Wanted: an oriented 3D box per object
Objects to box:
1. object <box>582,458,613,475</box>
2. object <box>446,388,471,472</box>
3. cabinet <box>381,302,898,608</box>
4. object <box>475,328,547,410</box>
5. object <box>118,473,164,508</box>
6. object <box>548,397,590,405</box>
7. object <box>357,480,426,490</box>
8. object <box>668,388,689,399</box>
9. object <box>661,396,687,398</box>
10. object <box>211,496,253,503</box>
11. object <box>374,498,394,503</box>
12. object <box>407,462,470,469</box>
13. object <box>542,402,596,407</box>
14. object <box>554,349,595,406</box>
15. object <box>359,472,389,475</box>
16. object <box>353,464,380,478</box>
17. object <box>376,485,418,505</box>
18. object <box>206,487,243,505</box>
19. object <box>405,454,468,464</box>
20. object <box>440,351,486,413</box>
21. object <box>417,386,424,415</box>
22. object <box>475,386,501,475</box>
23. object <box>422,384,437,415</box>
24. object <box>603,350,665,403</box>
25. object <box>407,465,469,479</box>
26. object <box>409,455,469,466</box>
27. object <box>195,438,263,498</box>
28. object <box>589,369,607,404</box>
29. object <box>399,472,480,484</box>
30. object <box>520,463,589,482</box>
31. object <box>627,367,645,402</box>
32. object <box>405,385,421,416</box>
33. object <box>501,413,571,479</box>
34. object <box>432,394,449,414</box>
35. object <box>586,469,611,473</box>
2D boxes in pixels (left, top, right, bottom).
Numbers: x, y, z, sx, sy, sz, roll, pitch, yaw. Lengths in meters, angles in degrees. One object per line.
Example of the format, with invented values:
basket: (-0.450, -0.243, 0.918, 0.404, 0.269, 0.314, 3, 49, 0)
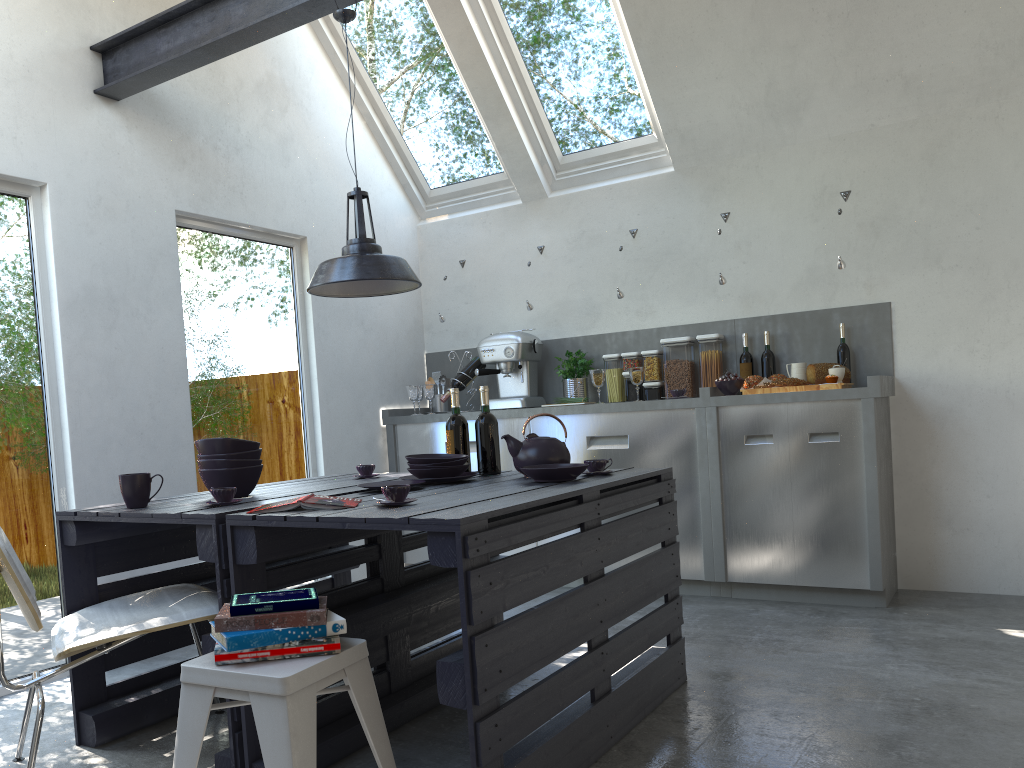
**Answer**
object: (0.295, 0.292, 3.082, 0.122, 0.056, 0.110, -4, -1, 24)
object: (-0.216, 0.190, 3.463, 0.087, 0.345, 0.094, -4, 2, -20)
cabinet: (0.578, 0.424, 5.073, 3.022, 1.481, 0.534, -4, 1, 33)
object: (-0.016, -0.090, 5.424, 0.379, 0.501, 0.403, -3, 1, 31)
object: (-1.218, 0.348, 2.859, 0.136, 0.110, 0.096, -3, 0, 24)
object: (0.307, 0.097, 5.061, 0.133, 0.053, 0.294, -2, -2, -43)
object: (-0.409, 0.346, 2.969, 0.249, 0.019, 0.220, -5, -2, 36)
object: (0.885, 0.055, 4.657, 0.109, 0.056, 0.123, -2, -1, -43)
object: (0.858, 0.072, 4.631, 0.134, 0.013, 0.027, -4, -1, 9)
object: (-0.896, 0.370, 2.797, 0.127, 0.013, 0.029, -3, -1, -19)
object: (-0.362, 0.327, 2.438, 0.026, 0.013, 0.139, -3, -2, -34)
object: (-0.267, 0.308, 3.180, 0.243, 0.063, 0.215, -5, -2, 36)
object: (0.328, 0.118, 5.051, 0.277, 0.012, 0.171, -4, -2, 30)
object: (0.376, -0.039, 5.291, 0.241, 0.342, 0.257, -4, 1, -16)
object: (-0.583, 0.382, 3.707, 0.135, 0.013, 0.027, -4, -1, 11)
object: (-0.614, 0.366, 3.680, 0.121, 0.056, 0.111, -4, -1, 19)
object: (-0.321, 0.307, 2.429, 0.123, 0.056, 0.109, -4, -1, 39)
object: (-0.908, 0.353, 2.758, 0.121, 0.056, 0.111, -4, -1, 19)
object: (-0.275, 0.284, 3.184, 0.242, 0.058, 0.216, -4, -2, 31)
object: (-0.344, -0.014, 5.633, 0.314, 0.395, 0.245, -4, 1, -29)
object: (-0.611, 0.109, 5.738, 0.099, 0.192, 0.097, -3, 2, 2)
object: (-0.098, 0.180, 3.396, 0.087, 0.345, 0.095, -4, 2, -25)
object: (-0.524, 0.100, 5.609, 0.092, 0.192, 0.104, -4, 2, -36)
object: (0.719, -0.037, 5.156, 0.361, 0.295, 0.100, -3, 2, 33)
object: (-0.268, 0.324, 3.182, 0.221, 0.047, 0.237, -3, -2, -18)
object: (-0.268, 0.295, 3.184, 0.243, 0.063, 0.214, -5, -2, 36)
object: (-0.993, 0.293, 3.086, 0.205, 0.214, 0.201, -3, 0, 33)
object: (0.483, 0.015, 4.873, 0.097, 0.192, 0.100, -3, 2, -10)
object: (-0.265, 0.344, 3.184, 0.281, 0.024, 0.310, -2, -2, -27)
object: (0.143, 0.298, 2.927, 0.221, 0.047, 0.237, -3, -2, -18)
object: (0.700, 0.003, 4.890, 0.103, 0.192, 0.094, -3, 2, 20)
object: (-0.627, 0.106, 5.598, 0.103, 0.192, 0.093, -2, 2, 25)
object: (0.103, 0.224, 3.188, 0.225, 0.233, 0.205, -3, 1, 34)
object: (-0.482, 0.136, 5.890, 0.103, 0.132, 0.110, -4, 1, -17)
object: (0.304, 0.307, 3.041, 0.029, 0.013, 0.124, -4, -2, 43)
